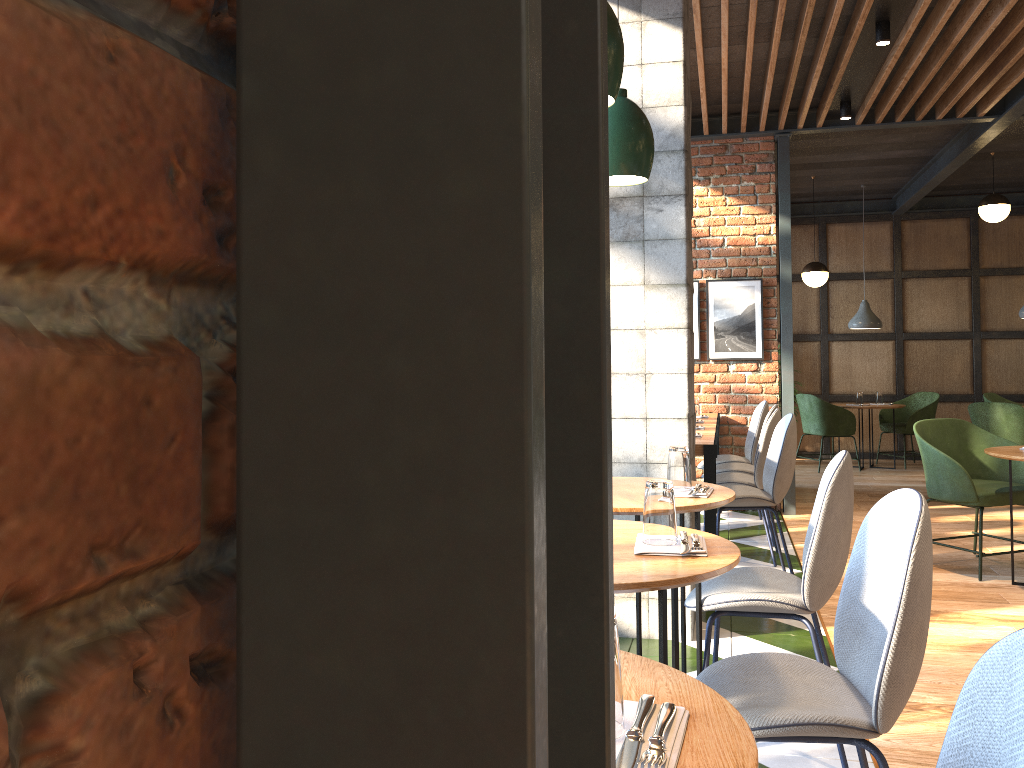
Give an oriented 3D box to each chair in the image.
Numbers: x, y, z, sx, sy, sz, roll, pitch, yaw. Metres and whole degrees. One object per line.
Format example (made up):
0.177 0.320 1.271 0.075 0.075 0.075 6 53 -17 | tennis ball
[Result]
5.259 0.504 9.267 0.638 0.820 0.514 0 -1 -45 | chair
1.254 0.600 4.709 0.507 0.889 0.418 -1 -1 10 | chair
1.591 0.562 6.370 0.507 0.889 0.418 -1 -1 10 | chair
2.610 0.618 4.982 0.638 0.820 0.514 0 -1 -22 | chair
3.395 0.513 9.583 0.515 0.820 0.638 0 -1 -12 | chair
0.793 0.646 2.743 0.507 0.889 0.418 -1 -1 20 | chair
4.146 0.554 7.357 0.515 0.820 0.638 0 -1 -32 | chair
1.502 0.575 5.829 0.507 0.889 0.418 -1 -1 20 | chair
4.401 0.500 9.810 0.515 0.820 0.638 0 -1 -12 | chair
1.347 0.588 5.277 0.507 0.889 0.418 -1 -1 20 | chair
0.334 0.689 0.896 0.507 0.889 0.418 -1 -1 15 | chair
0.614 0.666 1.871 0.507 0.889 0.418 -1 -1 10 | chair

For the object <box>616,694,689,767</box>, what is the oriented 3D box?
0.101 0.377 0.948 0.157 0.019 0.242 0 1 17 | object

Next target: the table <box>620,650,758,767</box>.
-0.080 0.760 0.997 0.699 0.748 0.699 0 0 -30 | table

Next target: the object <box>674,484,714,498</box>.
0.547 0.334 2.788 0.157 0.019 0.242 0 1 19 | object

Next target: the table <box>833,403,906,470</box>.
3.876 0.572 9.693 0.807 0.688 0.807 -1 0 -37 | table

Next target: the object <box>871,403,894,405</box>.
4.062 0.217 9.712 0.157 0.019 0.242 -1 1 -21 | object

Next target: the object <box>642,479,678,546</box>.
0.332 0.287 1.991 0.080 0.138 0.080 0 -1 -37 | object

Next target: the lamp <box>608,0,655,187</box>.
0.344 -1.672 2.912 0.224 2.024 0.223 -1 -2 17 | lamp

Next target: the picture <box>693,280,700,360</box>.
1.271 -0.502 7.028 0.430 0.632 0.015 -1 -2 13 | picture

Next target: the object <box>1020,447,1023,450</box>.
2.807 0.336 4.639 0.242 0.019 0.157 -1 1 -17 | object

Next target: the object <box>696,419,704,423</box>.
1.194 0.245 5.874 0.157 0.019 0.242 0 1 14 | object

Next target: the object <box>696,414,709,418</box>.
1.342 0.232 6.403 0.157 0.019 0.242 0 1 14 | object

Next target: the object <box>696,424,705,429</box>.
1.077 0.257 5.317 0.157 0.019 0.242 0 1 14 | object

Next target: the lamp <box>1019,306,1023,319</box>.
4.541 -2.815 7.676 0.353 4.496 0.352 1 -2 -41 | lamp

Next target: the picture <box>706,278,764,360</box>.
1.738 -0.504 6.916 0.430 0.632 0.015 -1 -2 13 | picture

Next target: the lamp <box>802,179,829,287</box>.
3.150 -2.906 9.297 0.268 3.799 0.268 1 -2 -33 | lamp

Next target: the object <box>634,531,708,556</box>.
0.352 0.353 1.965 0.157 0.019 0.242 0 1 10 | object

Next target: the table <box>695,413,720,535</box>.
0.987 0.643 5.651 0.658 0.766 2.772 -1 1 13 | table

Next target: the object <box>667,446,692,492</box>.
0.531 0.267 2.817 0.080 0.138 0.080 0 -1 -18 | object

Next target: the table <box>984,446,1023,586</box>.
2.848 0.692 4.473 0.807 0.688 0.807 0 0 44 | table

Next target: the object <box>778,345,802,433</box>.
2.863 0.052 10.205 0.978 1.725 0.912 0 -1 -21 | object

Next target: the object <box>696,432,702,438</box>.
0.939 0.271 4.748 0.157 0.019 0.242 0 1 14 | object

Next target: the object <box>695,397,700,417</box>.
1.323 0.165 6.431 0.080 0.138 0.080 0 -1 -13 | object

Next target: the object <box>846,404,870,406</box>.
3.743 0.222 9.610 0.157 0.019 0.242 -1 1 -21 | object

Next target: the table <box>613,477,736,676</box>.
0.364 0.717 2.849 0.699 0.748 0.699 -1 0 24 | table

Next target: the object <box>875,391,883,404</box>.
4.032 0.151 9.725 0.080 0.138 0.080 0 -1 -8 | object

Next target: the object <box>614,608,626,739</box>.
0.084 0.310 0.977 0.080 0.138 0.080 0 -1 -40 | object

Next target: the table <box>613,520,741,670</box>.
0.157 0.738 1.982 0.699 0.748 0.699 0 0 -34 | table

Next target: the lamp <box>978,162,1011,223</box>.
4.484 -3.403 8.312 0.268 3.799 0.268 0 -2 -7 | lamp

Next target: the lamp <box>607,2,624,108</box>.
0.136 -1.652 2.046 0.224 2.024 0.223 -1 -2 17 | lamp

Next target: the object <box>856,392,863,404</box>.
3.768 0.156 9.609 0.080 0.138 0.080 0 -1 -8 | object

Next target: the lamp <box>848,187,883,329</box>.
3.850 -2.853 9.765 0.353 4.496 0.352 1 -2 -41 | lamp
